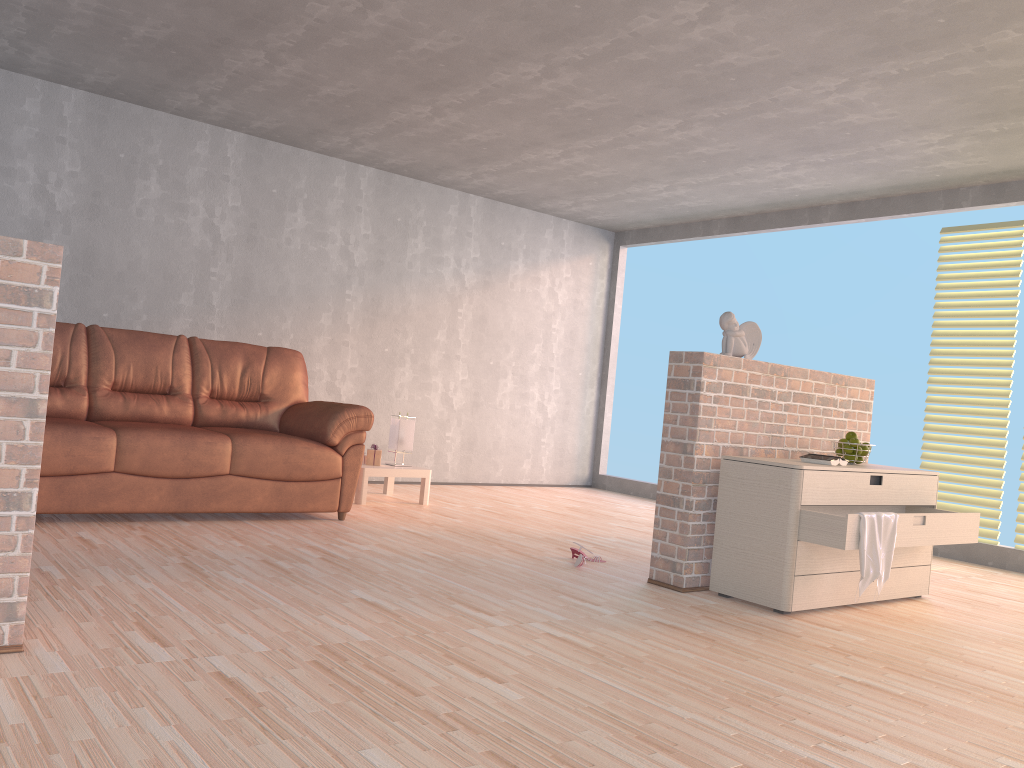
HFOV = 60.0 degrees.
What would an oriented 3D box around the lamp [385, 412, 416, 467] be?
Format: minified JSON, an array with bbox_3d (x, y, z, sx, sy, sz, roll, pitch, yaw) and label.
[{"bbox_3d":[-0.770,0.383,6.164,0.140,0.376,0.140,6,-1,-38],"label":"lamp"}]

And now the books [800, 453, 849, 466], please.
[{"bbox_3d":[1.409,0.340,4.001,0.146,0.040,0.209,4,-1,42],"label":"books"}]

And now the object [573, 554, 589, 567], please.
[{"bbox_3d":[0.339,0.849,4.290,0.078,0.066,0.192,5,-1,-2],"label":"object"}]

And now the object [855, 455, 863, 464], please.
[{"bbox_3d":[1.660,0.359,4.255,0.048,0.048,0.046,5,-1,41],"label":"object"}]

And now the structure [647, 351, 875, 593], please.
[{"bbox_3d":[1.282,0.439,4.389,1.422,1.057,0.211,6,-1,-38],"label":"structure"}]

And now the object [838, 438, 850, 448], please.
[{"bbox_3d":[1.589,0.287,4.250,0.049,0.053,0.054,6,-1,-7],"label":"object"}]

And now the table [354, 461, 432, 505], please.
[{"bbox_3d":[-0.933,0.673,6.103,0.548,0.241,0.548,6,-1,-38],"label":"table"}]

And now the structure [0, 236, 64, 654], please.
[{"bbox_3d":[-1.832,0.102,1.946,1.422,1.057,0.211,6,-1,-38],"label":"structure"}]

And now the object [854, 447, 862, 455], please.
[{"bbox_3d":[1.636,0.316,4.192,0.038,0.040,0.039,6,-1,-30],"label":"object"}]

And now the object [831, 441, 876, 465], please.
[{"bbox_3d":[1.630,0.334,4.250,0.202,0.104,0.202,6,-1,-45],"label":"object"}]

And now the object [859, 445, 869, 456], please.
[{"bbox_3d":[1.669,0.318,4.217,0.057,0.057,0.057,5,-1,-5],"label":"object"}]

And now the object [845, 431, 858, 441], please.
[{"bbox_3d":[1.629,0.255,4.253,0.054,0.056,0.054,6,-1,-38],"label":"object"}]

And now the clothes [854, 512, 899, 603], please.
[{"bbox_3d":[1.458,0.701,3.586,0.325,0.369,0.097,6,-1,-37],"label":"clothes"}]

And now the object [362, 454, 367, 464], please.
[{"bbox_3d":[-1.032,0.491,6.016,0.080,0.105,0.152,5,-1,21],"label":"object"}]

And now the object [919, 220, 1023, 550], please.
[{"bbox_3d":[4.192,0.073,4.347,0.044,2.114,4.372,6,-1,-38],"label":"object"}]

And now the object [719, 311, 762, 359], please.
[{"bbox_3d":[1.056,-0.224,4.171,0.216,0.218,0.131,6,-1,-39],"label":"object"}]

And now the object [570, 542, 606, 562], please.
[{"bbox_3d":[0.386,0.847,4.466,0.188,0.085,0.069,5,-1,1],"label":"object"}]

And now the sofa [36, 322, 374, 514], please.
[{"bbox_3d":[-1.931,0.166,4.760,2.202,0.923,0.981,6,-1,-38],"label":"sofa"}]

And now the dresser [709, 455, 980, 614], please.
[{"bbox_3d":[1.738,0.702,4.171,1.686,0.612,0.605,6,-1,-38],"label":"dresser"}]

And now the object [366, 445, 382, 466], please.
[{"bbox_3d":[-0.933,0.477,6.002,0.099,0.147,0.102,6,-1,-9],"label":"object"}]

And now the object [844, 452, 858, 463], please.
[{"bbox_3d":[1.615,0.349,4.225,0.060,0.055,0.059,5,-1,7],"label":"object"}]

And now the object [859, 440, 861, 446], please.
[{"bbox_3d":[1.660,0.288,4.273,0.039,0.043,0.043,5,-1,37],"label":"object"}]

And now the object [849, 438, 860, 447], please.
[{"bbox_3d":[1.620,0.277,4.193,0.046,0.045,0.046,6,-1,-39],"label":"object"}]

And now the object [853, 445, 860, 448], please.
[{"bbox_3d":[1.638,0.292,4.226,0.039,0.038,0.039,6,-1,-9],"label":"object"}]

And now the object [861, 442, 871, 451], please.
[{"bbox_3d":[1.696,0.304,4.252,0.047,0.047,0.046,5,-1,0],"label":"object"}]

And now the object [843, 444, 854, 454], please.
[{"bbox_3d":[1.595,0.309,4.206,0.046,0.044,0.046,6,-1,-42],"label":"object"}]
